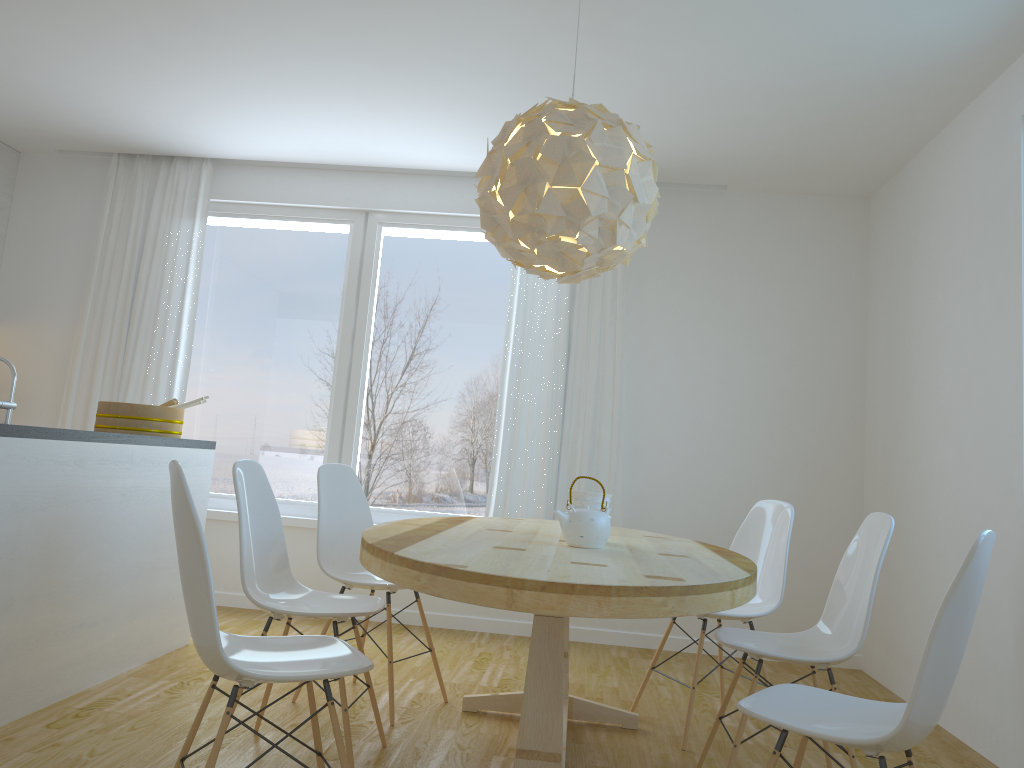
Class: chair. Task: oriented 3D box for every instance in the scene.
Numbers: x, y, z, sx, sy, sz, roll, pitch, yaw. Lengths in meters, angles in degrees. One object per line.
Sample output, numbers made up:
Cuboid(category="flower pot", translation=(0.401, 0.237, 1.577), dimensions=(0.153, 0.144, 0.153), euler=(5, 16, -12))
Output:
Cuboid(category="chair", translation=(-0.573, 0.650, 2.052), dimensions=(0.521, 0.910, 0.427), euler=(8, -9, -25))
Cuboid(category="chair", translation=(-0.540, 0.789, 3.528), dimensions=(0.523, 0.910, 0.426), euler=(1, -9, 25))
Cuboid(category="chair", translation=(0.815, 0.900, 3.507), dimensions=(0.522, 0.910, 0.427), euler=(8, -9, -20))
Cuboid(category="chair", translation=(0.747, 0.748, 1.925), dimensions=(0.523, 0.910, 0.426), euler=(-1, -10, 35))
Cuboid(category="chair", translation=(0.878, 0.835, 2.755), dimensions=(0.523, 0.910, 0.426), euler=(4, -8, 5))

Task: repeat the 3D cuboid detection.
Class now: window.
Cuboid(category="window", translation=(0.601, -0.230, 2.442), dimensions=(2.549, 2.072, 1.863), euler=(4, -7, 5))
Cuboid(category="window", translation=(-0.991, -0.136, 5.490), dimensions=(2.727, 1.936, 0.087), euler=(4, -9, 5))

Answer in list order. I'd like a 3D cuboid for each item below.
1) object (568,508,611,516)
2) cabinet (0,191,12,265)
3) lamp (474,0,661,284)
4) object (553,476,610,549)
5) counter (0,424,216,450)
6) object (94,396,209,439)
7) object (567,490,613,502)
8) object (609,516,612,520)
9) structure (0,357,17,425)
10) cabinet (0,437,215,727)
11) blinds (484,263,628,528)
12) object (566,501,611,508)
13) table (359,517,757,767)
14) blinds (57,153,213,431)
Cuboid(category="object", translation=(0.255, 0.457, 2.969), dimensions=(0.151, 0.094, 0.151), euler=(-1, -9, 44))
Cuboid(category="cabinet", translation=(-3.488, -0.225, 3.982), dimensions=(0.481, 2.321, 3.174), euler=(4, -7, 5))
Cuboid(category="lamp", translation=(0.212, -0.902, 3.108), dimensions=(0.647, 1.145, 0.633), euler=(4, -8, 4))
Cuboid(category="object", translation=(0.213, 0.387, 2.691), dimensions=(0.177, 0.213, 0.146), euler=(4, -8, 4))
Cuboid(category="counter", translation=(-1.835, 0.161, 3.163), dimensions=(0.601, 0.040, 2.381), euler=(4, -5, 5))
Cuboid(category="object", translation=(-1.711, 0.135, 4.140), dimensions=(0.378, 0.216, 0.426), euler=(1, -7, 33))
Cuboid(category="object", translation=(0.260, 0.406, 2.979), dimensions=(0.152, 0.088, 0.150), euler=(1, -7, 33))
Cuboid(category="object", translation=(0.256, 0.480, 2.964), dimensions=(0.152, 0.083, 0.151), euler=(-1, -8, 44))
Cuboid(category="structure", translation=(-1.677, 0.014, 2.831), dimensions=(0.162, 0.217, 0.096), euler=(4, -8, 5))
Cuboid(category="cabinet", translation=(-1.873, 0.633, 3.090), dimensions=(0.601, 0.917, 2.381), euler=(4, -6, 5))
Cuboid(category="blinds", translation=(0.316, -0.239, 5.211), dimensions=(0.795, 2.180, 0.148), euler=(4, -9, 5))
Cuboid(category="object", translation=(0.255, 0.433, 2.974), dimensions=(0.151, 0.096, 0.150), euler=(2, -7, 22))
Cuboid(category="table", translation=(0.124, 0.867, 2.820), dimensions=(1.194, 0.731, 2.172), euler=(4, -6, 3))
Cuboid(category="blinds", translation=(-2.332, -0.437, 5.446), dimensions=(0.795, 2.180, 0.148), euler=(4, -9, 5))
